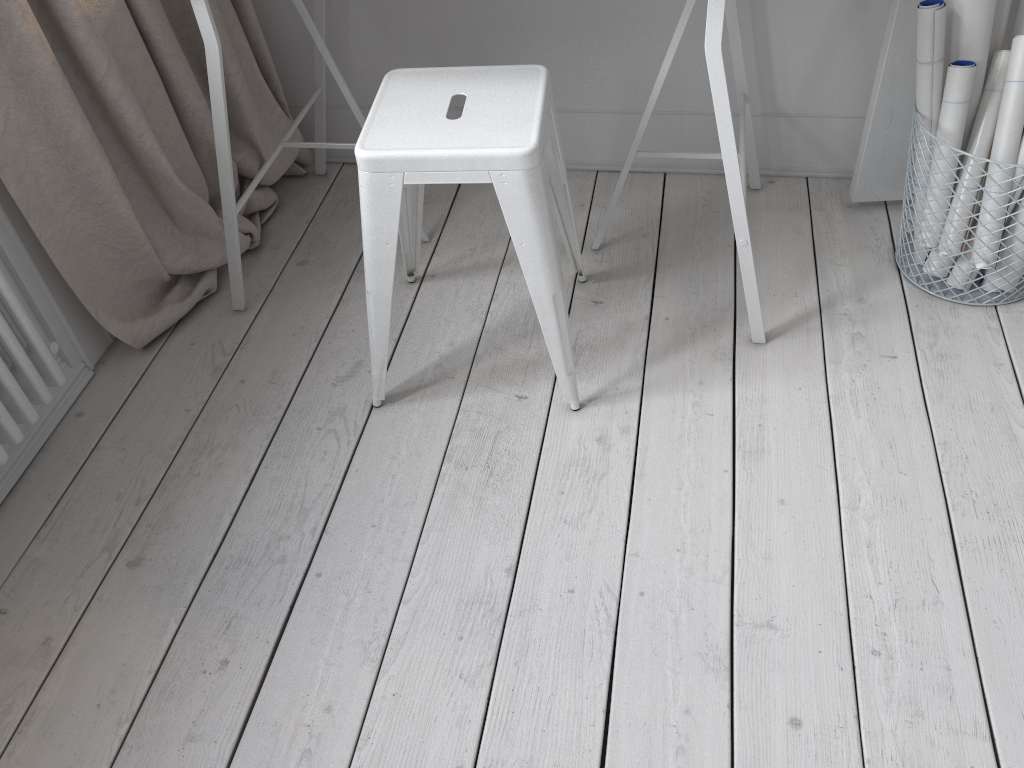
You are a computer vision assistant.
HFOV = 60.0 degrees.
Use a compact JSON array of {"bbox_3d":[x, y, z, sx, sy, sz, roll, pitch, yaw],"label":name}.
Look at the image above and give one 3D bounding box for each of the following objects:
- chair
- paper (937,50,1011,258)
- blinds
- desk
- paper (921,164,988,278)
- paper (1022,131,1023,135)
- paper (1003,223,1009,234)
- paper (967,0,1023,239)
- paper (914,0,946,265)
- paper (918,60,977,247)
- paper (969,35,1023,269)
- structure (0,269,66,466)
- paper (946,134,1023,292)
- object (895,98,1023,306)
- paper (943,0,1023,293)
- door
[{"bbox_3d":[-0.074,-0.283,1.677,0.407,0.526,0.410,1,45,7],"label":"chair"},{"bbox_3d":[0.916,-0.446,1.745,0.047,0.357,0.240,15,48,20],"label":"paper"},{"bbox_3d":[-0.792,-1.237,1.186,0.225,2.675,0.832,4,46,10],"label":"blinds"},{"bbox_3d":[-0.037,-0.598,1.816,1.163,0.775,0.642,4,46,10],"label":"desk"},{"bbox_3d":[0.946,-0.434,1.771,0.253,0.431,0.054,-36,52,-27],"label":"paper"},{"bbox_3d":[1.053,-0.582,1.758,0.073,0.668,0.182,21,51,25],"label":"paper"},{"bbox_3d":[1.052,-0.491,1.744,0.153,0.552,0.060,-28,49,-21],"label":"paper"},{"bbox_3d":[0.989,-0.516,1.792,0.047,0.541,0.201,7,46,13],"label":"paper"},{"bbox_3d":[0.830,-0.480,1.767,0.166,0.546,0.046,23,51,26],"label":"paper"},{"bbox_3d":[0.851,-0.443,1.742,0.047,0.360,0.129,-4,45,2],"label":"paper"},{"bbox_3d":[0.948,-0.437,1.706,0.049,0.402,0.244,6,46,12],"label":"paper"},{"bbox_3d":[-1.028,0.067,1.181,0.216,0.599,0.937,4,46,10],"label":"structure"},{"bbox_3d":[0.991,-0.385,1.764,0.078,0.388,0.234,29,54,30],"label":"paper"},{"bbox_3d":[0.972,-0.386,1.798,0.375,0.350,0.374,6,46,12],"label":"object"},{"bbox_3d":[0.961,-0.564,1.661,0.181,0.792,0.431,-30,50,-23],"label":"paper"},{"bbox_3d":[1.034,-1.268,1.242,0.678,2.322,0.034,-2,45,4],"label":"door"}]
